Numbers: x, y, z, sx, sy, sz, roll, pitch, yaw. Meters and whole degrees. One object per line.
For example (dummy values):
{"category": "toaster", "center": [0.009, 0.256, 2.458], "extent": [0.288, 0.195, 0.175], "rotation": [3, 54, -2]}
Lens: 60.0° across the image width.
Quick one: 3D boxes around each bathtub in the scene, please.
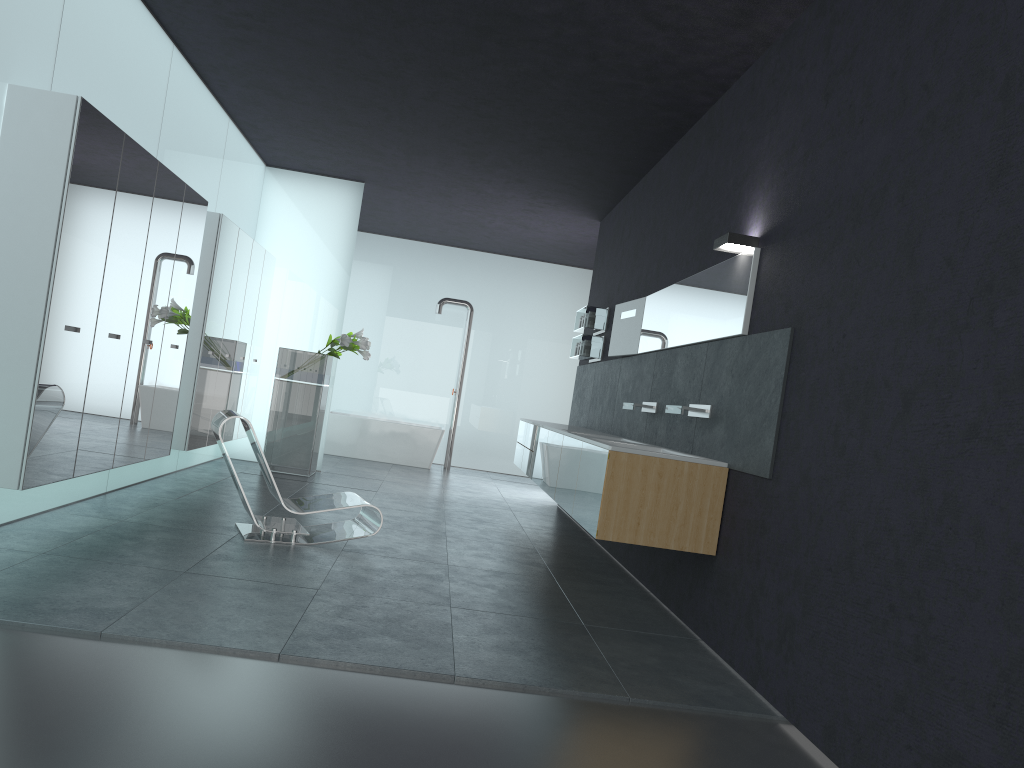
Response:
{"category": "bathtub", "center": [-2.121, 0.824, 14.619], "extent": [1.978, 0.858, 0.960], "rotation": [9, -1, -5]}

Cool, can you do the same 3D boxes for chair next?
{"category": "chair", "center": [-1.630, 0.715, 6.679], "extent": [1.263, 0.871, 0.628], "rotation": [9, -1, -23]}

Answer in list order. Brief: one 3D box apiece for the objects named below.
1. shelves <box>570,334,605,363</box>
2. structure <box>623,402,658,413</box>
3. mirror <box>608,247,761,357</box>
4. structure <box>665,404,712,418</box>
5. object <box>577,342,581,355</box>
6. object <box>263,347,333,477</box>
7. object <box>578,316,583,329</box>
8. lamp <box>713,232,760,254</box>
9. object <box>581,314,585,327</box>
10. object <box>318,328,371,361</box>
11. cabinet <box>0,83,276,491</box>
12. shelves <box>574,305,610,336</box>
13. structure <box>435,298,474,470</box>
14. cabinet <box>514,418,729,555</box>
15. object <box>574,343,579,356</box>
{"category": "shelves", "center": [0.883, -0.422, 10.462], "extent": [0.265, 0.285, 0.769], "rotation": [9, -1, -5]}
{"category": "structure", "center": [1.063, 0.182, 7.413], "extent": [0.186, 0.088, 0.482], "rotation": [9, -1, -5]}
{"category": "mirror", "center": [1.275, -0.546, 7.201], "extent": [0.109, 0.532, 3.721], "rotation": [9, -1, -6]}
{"category": "structure", "center": [1.183, 0.170, 5.999], "extent": [0.186, 0.088, 0.482], "rotation": [9, -1, -5]}
{"category": "object", "center": [0.825, -0.406, 10.523], "extent": [0.096, 0.184, 0.068], "rotation": [9, 0, 4]}
{"category": "object", "center": [-2.635, 0.341, 10.918], "extent": [0.585, 1.491, 0.575], "rotation": [9, 0, -5]}
{"category": "object", "center": [0.856, -0.728, 10.737], "extent": [0.096, 0.184, 0.067], "rotation": [9, 0, -13]}
{"category": "lamp", "center": [1.395, -0.874, 5.527], "extent": [0.198, 0.066, 0.277], "rotation": [9, -1, -5]}
{"category": "object", "center": [0.874, -0.730, 10.523], "extent": [0.096, 0.184, 0.068], "rotation": [9, 0, 4]}
{"category": "object", "center": [-2.235, -0.378, 10.792], "extent": [1.025, 0.779, 0.973], "rotation": [9, -1, -13]}
{"category": "cabinet", "center": [-3.004, -0.507, 7.894], "extent": [0.398, 2.215, 6.003], "rotation": [9, -1, -5]}
{"category": "shelves", "center": [0.932, -0.746, 10.462], "extent": [0.265, 0.285, 0.769], "rotation": [9, -1, -5]}
{"category": "structure", "center": [-1.132, 0.012, 14.691], "extent": [0.643, 2.872, 0.123], "rotation": [9, 0, -5]}
{"category": "cabinet", "center": [0.658, 0.718, 8.045], "extent": [0.734, 0.556, 5.582], "rotation": [9, -1, -5]}
{"category": "object", "center": [0.807, -0.404, 10.737], "extent": [0.096, 0.184, 0.067], "rotation": [9, 0, -13]}
